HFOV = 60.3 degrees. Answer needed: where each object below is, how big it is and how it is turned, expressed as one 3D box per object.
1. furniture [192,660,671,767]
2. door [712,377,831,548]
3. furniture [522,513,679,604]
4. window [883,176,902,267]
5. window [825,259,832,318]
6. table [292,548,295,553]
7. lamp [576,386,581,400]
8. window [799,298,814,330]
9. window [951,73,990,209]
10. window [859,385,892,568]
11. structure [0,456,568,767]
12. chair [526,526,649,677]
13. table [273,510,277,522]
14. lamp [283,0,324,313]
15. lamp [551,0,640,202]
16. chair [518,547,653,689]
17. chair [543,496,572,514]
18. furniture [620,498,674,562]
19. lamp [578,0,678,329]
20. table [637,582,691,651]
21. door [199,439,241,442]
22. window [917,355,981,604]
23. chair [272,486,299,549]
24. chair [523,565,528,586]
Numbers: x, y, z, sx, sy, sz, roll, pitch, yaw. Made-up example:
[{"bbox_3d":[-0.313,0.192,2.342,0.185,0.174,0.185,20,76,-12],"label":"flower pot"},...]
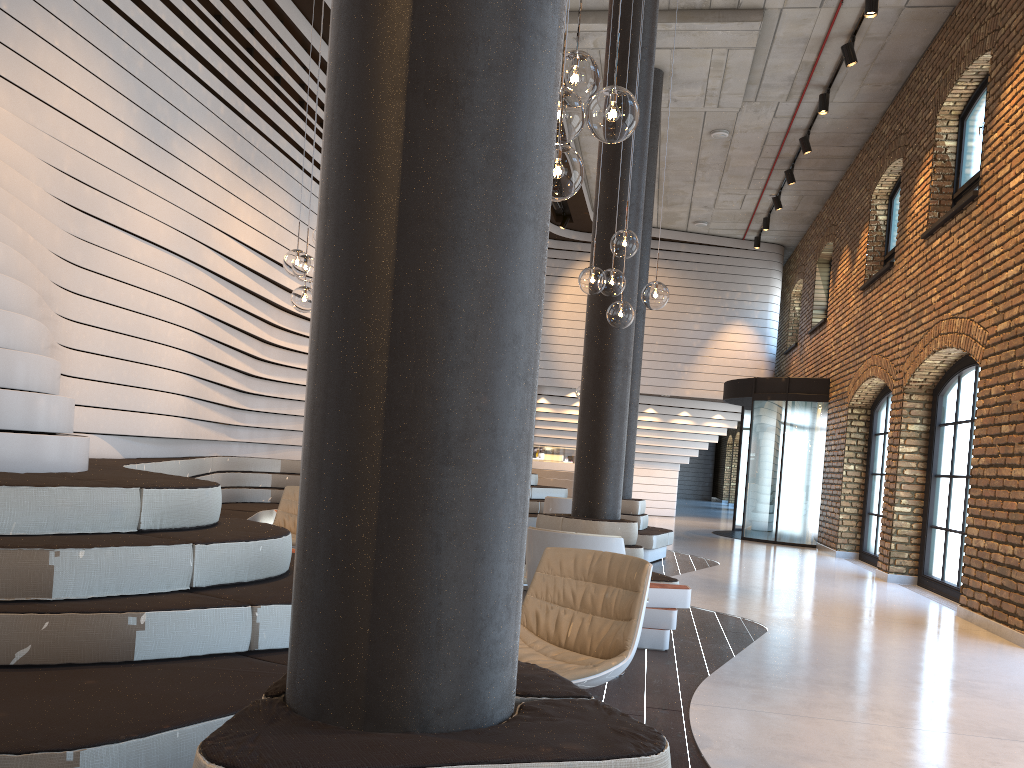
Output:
[{"bbox_3d":[0.053,0.885,1.370,1.275,0.722,1.775,4,-4,5],"label":"furniture"},{"bbox_3d":[5.372,1.485,15.958,3.206,2.855,3.254,4,-2,16],"label":"door"},{"bbox_3d":[0.335,1.355,6.738,1.273,0.722,1.778,5,-4,-20],"label":"furniture"},{"bbox_3d":[5.176,-2.126,11.619,0.126,1.452,1.572,4,-2,9],"label":"window"},{"bbox_3d":[5.816,-1.735,15.731,0.126,1.452,1.572,4,-2,9],"label":"window"},{"bbox_3d":[-1.439,1.346,6.064,0.908,0.371,0.413,1,-4,42],"label":"table"},{"bbox_3d":[0.562,-1.680,15.183,9.037,4.614,41.986,4,-5,9],"label":"lamp"},{"bbox_3d":[6.275,-1.455,18.679,0.126,1.452,1.572,4,-2,9],"label":"window"},{"bbox_3d":[4.739,-2.393,8.813,0.126,1.452,1.572,4,-2,9],"label":"window"},{"bbox_3d":[5.035,1.204,11.686,0.130,2.537,2.356,4,-1,9],"label":"window"},{"bbox_3d":[-1.998,1.017,5.941,5.773,0.927,18.246,4,-5,6],"label":"structure"},{"bbox_3d":[0.389,1.178,4.867,0.657,0.767,0.710,3,-2,27],"label":"chair"},{"bbox_3d":[-2.285,1.591,9.710,0.905,0.370,0.414,8,-4,-43],"label":"table"},{"bbox_3d":[-1.100,-2.782,5.552,0.293,4.681,0.543,4,1,4],"label":"lamp"},{"bbox_3d":[0.271,-2.869,2.679,0.543,4.635,0.275,3,2,-29],"label":"lamp"},{"bbox_3d":[0.162,1.038,3.387,0.709,0.767,0.658,5,-2,-43],"label":"chair"},{"bbox_3d":[0.613,1.553,9.140,0.657,0.767,0.711,4,-1,10],"label":"chair"},{"bbox_3d":[1.426,1.780,10.865,1.279,0.722,1.770,1,-5,45],"label":"furniture"},{"bbox_3d":[0.824,-2.673,5.209,0.544,4.681,0.293,4,1,-5],"label":"lamp"},{"bbox_3d":[0.687,1.461,5.623,0.905,0.371,0.414,4,-2,2],"label":"table"},{"bbox_3d":[-4.125,0.835,12.581,0.971,2.108,0.162,4,1,9],"label":"door"},{"bbox_3d":[4.598,0.937,8.880,0.130,2.537,2.356,4,-1,9],"label":"window"},{"bbox_3d":[-1.688,1.210,7.026,0.657,0.767,0.710,4,-1,17],"label":"chair"},{"bbox_3d":[-0.188,1.212,5.755,0.711,0.767,0.656,4,-1,12],"label":"chair"}]
